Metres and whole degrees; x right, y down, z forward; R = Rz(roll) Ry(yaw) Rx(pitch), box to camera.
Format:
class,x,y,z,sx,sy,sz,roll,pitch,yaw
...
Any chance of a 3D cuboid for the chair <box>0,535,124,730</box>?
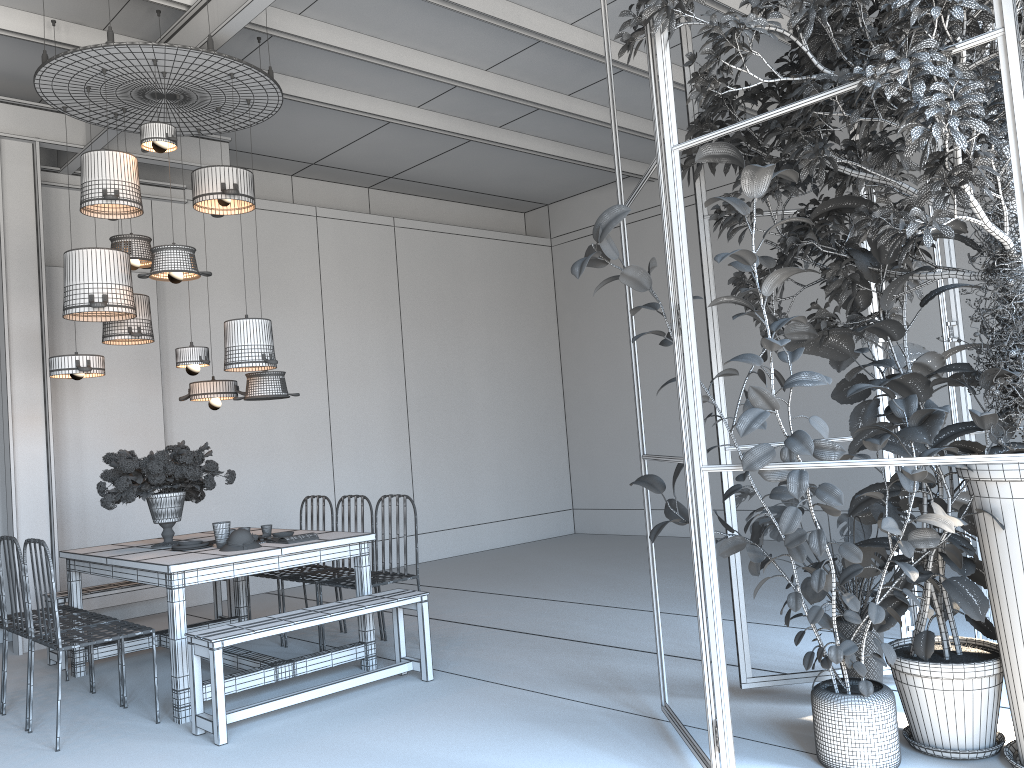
class,x,y,z,sx,sy,sz,roll,pitch,yaw
chair,-2.490,1.293,4.871,0.488,0.975,0.474,-1,-5,-43

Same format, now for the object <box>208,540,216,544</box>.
class,x,y,z,sx,sy,sz,roll,pitch,yaw
object,-1.872,0.974,5.446,0.182,0.016,0.179,-2,-4,-38

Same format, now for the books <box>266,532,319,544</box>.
class,x,y,z,sx,sy,sz,roll,pitch,yaw
books,-1.278,0.896,5.163,0.202,0.041,0.249,-1,-5,-45

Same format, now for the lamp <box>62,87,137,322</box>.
class,x,y,z,sx,sy,sz,roll,pitch,yaw
lamp,-2.580,-1.130,5.478,0.415,1.447,0.470,-6,-4,17

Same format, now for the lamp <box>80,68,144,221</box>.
class,x,y,z,sx,sy,sz,roll,pitch,yaw
lamp,-2.394,-1.448,5.260,0.346,0.870,0.392,-6,-4,17

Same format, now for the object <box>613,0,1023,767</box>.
class,x,y,z,sx,sy,sz,roll,pitch,yaw
object,1.589,-0.712,3.159,2.243,4.154,2.486,-6,-4,18

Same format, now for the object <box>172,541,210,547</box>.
class,x,y,z,sx,sy,sz,roll,pitch,yaw
object,-1.879,0.947,5.188,0.211,0.024,0.211,-4,-3,-1

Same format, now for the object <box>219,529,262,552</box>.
class,x,y,z,sx,sy,sz,roll,pitch,yaw
object,-1.521,0.917,4.969,0.236,0.211,0.260,-3,-4,-25

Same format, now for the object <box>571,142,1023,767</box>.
class,x,y,z,sx,sy,sz,roll,pitch,yaw
object,1.025,0.332,3.258,1.309,2.183,1.253,-2,-4,-32

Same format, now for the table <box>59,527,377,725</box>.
class,x,y,z,sx,sy,sz,roll,pitch,yaw
table,-1.830,1.388,5.460,1.239,0.819,1.784,-1,-5,-43

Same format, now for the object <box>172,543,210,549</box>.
class,x,y,z,sx,sy,sz,roll,pitch,yaw
object,-1.878,0.953,5.188,0.211,0.024,0.211,-3,-4,-24

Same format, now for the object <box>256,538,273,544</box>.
class,x,y,z,sx,sy,sz,roll,pitch,yaw
object,-1.581,0.944,5.302,0.335,0.012,0.213,-6,-4,24

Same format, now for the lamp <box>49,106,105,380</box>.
class,x,y,z,sx,sy,sz,roll,pitch,yaw
lamp,-2.847,-0.918,5.728,0.404,1.798,0.323,-5,-4,15

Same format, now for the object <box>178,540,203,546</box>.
class,x,y,z,sx,sy,sz,roll,pitch,yaw
object,-1.889,0.944,5.212,0.135,0.029,0.135,-7,-4,39

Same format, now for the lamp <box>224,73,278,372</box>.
class,x,y,z,sx,sy,sz,roll,pitch,yaw
lamp,-1.655,-1.006,5.426,0.312,1.845,0.352,-3,-4,-18

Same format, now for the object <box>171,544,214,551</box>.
class,x,y,z,sx,sy,sz,roll,pitch,yaw
object,-1.868,0.958,5.187,0.236,0.015,0.236,-6,-4,19

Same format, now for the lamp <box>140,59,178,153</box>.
class,x,y,z,sx,sy,sz,roll,pitch,yaw
lamp,-2.082,-1.630,5.201,0.253,0.564,0.202,-4,-3,-5

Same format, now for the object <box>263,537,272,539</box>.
class,x,y,z,sx,sy,sz,roll,pitch,yaw
object,-1.491,0.923,5.326,0.024,0.017,0.249,-2,-4,-33

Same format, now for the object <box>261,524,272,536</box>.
class,x,y,z,sx,sy,sz,roll,pitch,yaw
object,-1.541,0.925,5.573,0.071,0.076,0.071,-5,-3,4

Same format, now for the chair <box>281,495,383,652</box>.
class,x,y,z,sx,sy,sz,roll,pitch,yaw
chair,-1.241,1.265,6.024,0.488,0.975,0.474,-1,-5,-43

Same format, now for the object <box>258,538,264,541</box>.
class,x,y,z,sx,sy,sz,roll,pitch,yaw
object,-1.516,0.927,5.322,0.024,0.015,0.249,-3,-4,-23

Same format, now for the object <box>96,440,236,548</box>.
class,x,y,z,sx,sy,sz,roll,pitch,yaw
object,-2.181,0.679,5.509,0.782,0.654,0.697,-1,-5,-41

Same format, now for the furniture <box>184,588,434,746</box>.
class,x,y,z,sx,sy,sz,roll,pitch,yaw
furniture,-0.996,1.413,4.569,1.260,0.478,0.300,-1,-5,-43

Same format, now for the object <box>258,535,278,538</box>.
class,x,y,z,sx,sy,sz,roll,pitch,yaw
object,-1.475,0.919,5.343,0.173,0.026,0.021,-7,-4,31

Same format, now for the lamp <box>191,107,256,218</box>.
class,x,y,z,sx,sy,sz,roll,pitch,yaw
lamp,-1.955,-1.526,5.971,0.505,0.687,0.403,-6,-4,25

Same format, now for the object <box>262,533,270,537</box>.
class,x,y,z,sx,sy,sz,roll,pitch,yaw
object,-1.559,0.940,5.481,0.121,0.037,0.054,-6,-4,25

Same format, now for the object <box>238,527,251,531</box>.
class,x,y,z,sx,sy,sz,roll,pitch,yaw
object,-1.612,0.905,5.351,0.071,0.076,0.071,-3,-4,-18

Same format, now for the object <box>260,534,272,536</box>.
class,x,y,z,sx,sy,sz,roll,pitch,yaw
object,-1.581,0.964,5.623,0.021,0.014,0.174,-8,-5,42

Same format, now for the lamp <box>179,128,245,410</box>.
class,x,y,z,sx,sy,sz,roll,pitch,yaw
lamp,-2.164,-0.823,6.288,0.404,2.026,0.323,-2,-5,-40

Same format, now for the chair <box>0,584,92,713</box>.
class,x,y,z,sx,sy,sz,roll,pitch,yaw
chair,-2.826,1.341,5.232,0.488,0.975,0.474,-1,-5,-43

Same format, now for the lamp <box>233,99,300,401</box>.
class,x,y,z,sx,sy,sz,roll,pitch,yaw
lamp,-1.674,-0.900,5.834,0.359,2.004,0.301,-1,-5,-45

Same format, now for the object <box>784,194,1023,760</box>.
class,x,y,z,sx,sy,sz,roll,pitch,yaw
object,1.613,0.294,3.546,0.868,2.157,1.270,-4,-4,-13

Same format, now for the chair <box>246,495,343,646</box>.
class,x,y,z,sx,sy,sz,roll,pitch,yaw
chair,-1.586,1.314,6.395,0.488,0.975,0.474,-1,-5,-43

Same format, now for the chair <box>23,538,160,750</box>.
class,x,y,z,sx,sy,sz,roll,pitch,yaw
chair,-2.145,1.243,4.500,0.488,0.975,0.474,-1,-5,-43

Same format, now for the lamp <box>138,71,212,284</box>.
class,x,y,z,sx,sy,sz,roll,pitch,yaw
lamp,-2.070,-1.248,5.363,0.301,1.306,0.359,-7,-5,40

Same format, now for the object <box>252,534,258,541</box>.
class,x,y,z,sx,sy,sz,roll,pitch,yaw
object,-1.517,0.907,5.225,0.043,0.043,0.044,-6,-4,19

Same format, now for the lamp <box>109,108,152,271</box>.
class,x,y,z,sx,sy,sz,roll,pitch,yaw
lamp,-2.536,-1.288,5.852,0.301,1.094,0.359,-3,-4,-25

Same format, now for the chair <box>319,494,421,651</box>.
class,x,y,z,sx,sy,sz,roll,pitch,yaw
chair,-0.904,1.216,5.662,0.488,0.975,0.474,-1,-5,-43

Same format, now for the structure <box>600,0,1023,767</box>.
class,x,y,z,sx,sy,sz,roll,pitch,yaw
structure,2.035,-0.350,3.325,2.452,3.454,2.994,-1,-5,-43

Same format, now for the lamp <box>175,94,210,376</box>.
class,x,y,z,sx,sy,sz,roll,pitch,yaw
lamp,-2.091,-0.963,5.679,0.253,1.831,0.202,-4,-3,-5

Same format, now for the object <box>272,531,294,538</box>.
class,x,y,z,sx,sy,sz,roll,pitch,yaw
object,-1.406,0.930,5.455,0.133,0.029,0.133,-5,-3,4

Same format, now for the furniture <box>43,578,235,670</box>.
class,x,y,z,sx,sy,sz,roll,pitch,yaw
furniture,-2.631,1.651,6.365,1.260,0.478,0.300,-1,-5,-43

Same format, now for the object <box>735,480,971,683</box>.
class,x,y,z,sx,sy,sz,roll,pitch,yaw
object,1.440,0.934,3.942,1.125,1.001,0.920,-8,-5,44

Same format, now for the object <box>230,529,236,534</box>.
class,x,y,z,sx,sy,sz,roll,pitch,yaw
object,-1.681,0.906,5.283,0.071,0.076,0.071,-8,-5,44

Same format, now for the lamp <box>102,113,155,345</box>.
class,x,y,z,sx,sy,sz,roll,pitch,yaw
lamp,-2.599,-1.049,5.918,0.322,1.553,0.364,-5,-3,2

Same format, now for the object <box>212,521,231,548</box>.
class,x,y,z,sx,sy,sz,roll,pitch,yaw
object,-1.677,0.874,5.131,0.102,0.146,0.102,-5,-4,12
